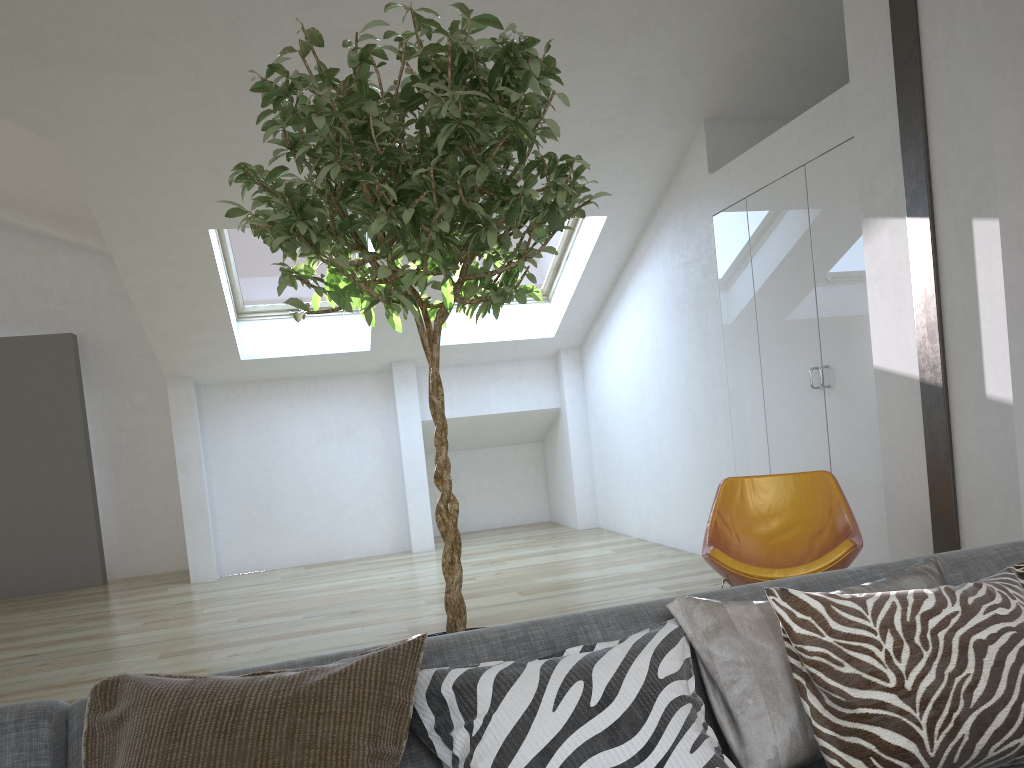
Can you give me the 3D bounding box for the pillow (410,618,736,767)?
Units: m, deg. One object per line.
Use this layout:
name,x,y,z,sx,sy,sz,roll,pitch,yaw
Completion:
pillow,0.107,0.609,1.501,0.588,0.284,0.341,-5,0,-15

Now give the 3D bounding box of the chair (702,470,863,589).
chair,1.170,0.768,3.842,0.665,0.725,0.705,-6,0,16

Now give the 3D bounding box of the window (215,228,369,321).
window,-1.637,-0.902,6.766,1.544,0.730,1.811,-5,-2,-14

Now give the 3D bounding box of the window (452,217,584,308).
window,-0.044,-1.041,7.227,1.544,0.730,1.811,-5,-2,-14

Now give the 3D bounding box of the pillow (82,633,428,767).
pillow,-0.421,0.626,1.392,0.602,0.339,0.296,-6,0,-6

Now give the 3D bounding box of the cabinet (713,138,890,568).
cabinet,1.588,0.003,4.840,0.126,2.249,1.708,-6,1,-13

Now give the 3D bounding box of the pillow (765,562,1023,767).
pillow,0.749,0.499,1.559,0.583,0.342,0.268,-5,1,-12

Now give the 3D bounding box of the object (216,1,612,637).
object,-0.164,0.163,2.037,0.835,2.026,0.776,-7,2,-36

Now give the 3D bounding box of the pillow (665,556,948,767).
pillow,0.647,0.540,1.702,0.673,0.319,0.250,-5,1,-15

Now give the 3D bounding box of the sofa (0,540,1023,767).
sofa,0.386,0.755,1.453,2.582,0.685,0.975,-5,-1,-16
